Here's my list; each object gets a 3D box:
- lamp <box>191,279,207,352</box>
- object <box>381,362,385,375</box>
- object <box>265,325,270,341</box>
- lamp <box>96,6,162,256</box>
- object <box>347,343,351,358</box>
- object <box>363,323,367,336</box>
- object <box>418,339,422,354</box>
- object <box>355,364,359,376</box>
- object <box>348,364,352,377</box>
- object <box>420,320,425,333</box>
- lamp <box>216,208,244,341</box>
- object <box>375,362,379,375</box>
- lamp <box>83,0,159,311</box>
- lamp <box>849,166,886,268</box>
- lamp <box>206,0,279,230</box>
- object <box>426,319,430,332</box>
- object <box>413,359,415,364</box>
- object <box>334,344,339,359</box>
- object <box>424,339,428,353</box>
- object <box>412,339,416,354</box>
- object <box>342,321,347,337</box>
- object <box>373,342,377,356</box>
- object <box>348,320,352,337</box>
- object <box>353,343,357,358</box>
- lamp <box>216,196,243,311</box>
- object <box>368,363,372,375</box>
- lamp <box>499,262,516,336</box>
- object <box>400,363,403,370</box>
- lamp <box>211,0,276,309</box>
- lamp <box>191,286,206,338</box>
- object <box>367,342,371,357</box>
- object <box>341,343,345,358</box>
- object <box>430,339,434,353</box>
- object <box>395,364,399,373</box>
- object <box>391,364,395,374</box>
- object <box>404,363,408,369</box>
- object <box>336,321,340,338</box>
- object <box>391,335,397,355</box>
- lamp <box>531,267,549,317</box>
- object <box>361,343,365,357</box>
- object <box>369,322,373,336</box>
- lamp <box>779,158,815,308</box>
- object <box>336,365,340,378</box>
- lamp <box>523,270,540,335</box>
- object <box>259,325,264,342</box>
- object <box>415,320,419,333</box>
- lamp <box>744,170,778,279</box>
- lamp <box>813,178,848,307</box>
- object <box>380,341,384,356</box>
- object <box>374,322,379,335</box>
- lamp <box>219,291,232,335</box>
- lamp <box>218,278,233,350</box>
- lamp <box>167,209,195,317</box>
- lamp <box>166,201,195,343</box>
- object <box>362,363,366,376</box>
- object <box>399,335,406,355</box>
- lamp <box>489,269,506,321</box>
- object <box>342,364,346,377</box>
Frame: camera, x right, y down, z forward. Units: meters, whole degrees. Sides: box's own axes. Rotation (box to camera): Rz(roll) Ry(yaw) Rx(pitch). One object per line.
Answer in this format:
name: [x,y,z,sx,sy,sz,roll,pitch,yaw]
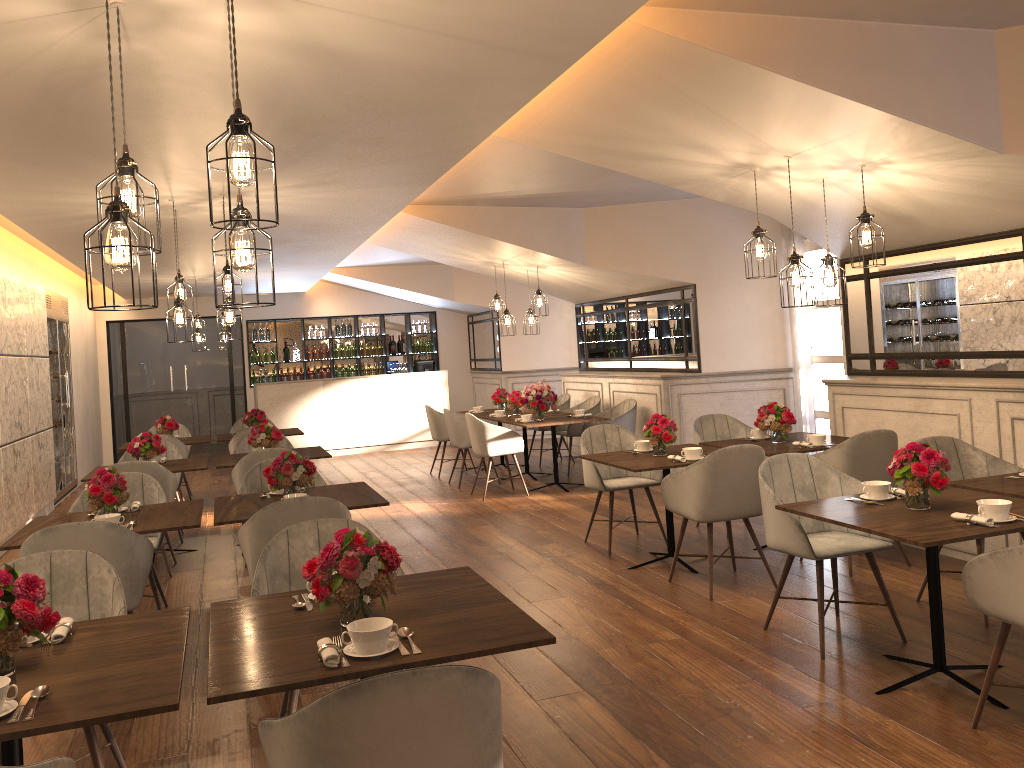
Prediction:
lamp: [-4.091,-1.454,11.417,0.175,2.072,0.175,-3,-1,-17]
object: [-2.302,-0.269,15.758,0.065,0.262,0.065,-3,-1,-40]
object: [-4.176,-0.884,15.131,0.075,0.310,0.075,-4,-1,29]
lamp: [-1.247,-1.441,2.766,0.175,2.072,0.175,-3,-1,-17]
object: [-2.870,-0.590,15.583,0.065,0.264,0.065,-3,-1,-40]
object: [-2.600,-0.967,15.653,0.070,0.236,0.041,-3,-1,-19]
object: [-1.670,-0.681,15.981,0.065,0.262,0.065,-3,-1,-40]
object: [-2.743,-0.235,15.612,0.065,0.262,0.065,-3,-1,-40]
object: [-2.848,-0.227,15.577,0.065,0.262,0.065,-3,-1,-40]
object: [-1.620,-1.042,15.978,0.070,0.236,0.041,-3,-1,-19]
lamp: [-2.051,-1.345,6.273,0.175,2.072,0.175,-3,-1,-17]
object: [-2.407,-0.260,15.723,0.065,0.262,0.065,-3,-1,-40]
lamp: [-1.132,-1.240,2.451,0.175,2.072,0.175,-3,-1,-17]
lamp: [1.896,-1.678,4.883,0.175,2.072,0.175,-3,-1,-17]
lamp: [-0.773,-1.453,2.364,0.175,2.072,0.175,-3,-1,-17]
object: [-1.525,-1.050,16.010,0.070,0.236,0.041,-3,-1,-19]
object: [-1.752,-0.312,15.941,0.065,0.264,0.065,-3,-1,-40]
object: [-3.080,-0.573,15.513,0.065,0.262,0.065,-3,-1,-40]
object: [-1.565,-0.689,16.016,0.065,0.262,0.065,-3,-1,-40]
object: [-1.775,-0.674,15.946,0.065,0.264,0.065,-3,-1,-40]
object: [-2.951,-0.978,15.537,0.075,0.310,0.075,-3,-1,-7]
object: [-2.430,-0.623,15.729,0.065,0.262,0.065,-3,-1,-40]
object: [-2.852,-0.986,15.570,0.075,0.310,0.075,-3,-1,-7]
object: [-2.766,-0.598,15.617,0.065,0.264,0.065,-3,-1,-40]
lamp: [-1.960,-1.532,5.964,0.175,2.072,0.175,-3,-1,-17]
object: [-2.512,-0.252,15.688,0.065,0.262,0.065,-3,-1,-40]
lamp: [-0.108,-1.574,9.954,0.175,2.072,0.175,-3,-1,-17]
object: [-1.976,-0.265,15.865,0.065,0.208,0.065,-4,-1,27]
lamp: [-0.863,-1.267,2.673,0.175,2.072,0.175,-3,-1,-17]
lamp: [-4.206,-1.654,11.732,0.175,2.072,0.175,-3,-1,-17]
object: [-2.535,-0.615,15.694,0.065,0.262,0.065,-3,-1,-40]
object: [-2.975,-0.582,15.548,0.065,0.264,0.065,-3,-1,-40]
object: [-1.460,-0.697,16.051,0.065,0.262,0.065,-3,-1,-40]
object: [-2.050,-0.259,15.841,0.065,0.208,0.065,-4,-1,27]
object: [-2.124,-0.253,15.816,0.065,0.208,0.065,-4,-1,27]
object: [-1.903,-0.270,15.890,0.065,0.208,0.065,-4,-1,27]
object: [-3.050,-0.971,15.504,0.075,0.310,0.075,-4,-1,14]
object: [-2.115,-0.694,15.812,0.103,0.360,0.104,-4,-1,34]
lamp: [0.252,-1.787,9.867,0.175,2.072,0.175,-3,-1,-17]
object: [-2.639,-0.607,15.659,0.065,0.262,0.065,-3,-1,-40]
object: [-2.504,-0.974,15.685,0.070,0.236,0.041,-3,-1,-19]
lamp: [1.537,-1.465,4.969,0.175,2.072,0.175,-3,-1,-17]
object: [-3.057,-0.211,15.507,0.065,0.262,0.065,-3,-1,-40]
lamp: [0.161,-1.600,10.176,0.175,2.072,0.175,-3,-1,-17]
object: [-4.275,-0.876,15.098,0.075,0.310,0.075,-4,-1,25]
object: [-1.716,-1.035,15.947,0.070,0.236,0.041,-3,-1,-19]
lamp: [1.422,-1.666,5.284,0.175,2.072,0.175,-3,-1,-17]
lamp: [1.805,-1.492,5.191,0.175,2.072,0.175,-3,-1,-17]
object: [-2.325,-0.631,15.764,0.065,0.262,0.065,-3,-1,-40]
object: [-2.409,-0.982,15.717,0.070,0.236,0.041,-3,-1,-19]
lamp: [-3.731,-1.667,11.331,0.175,2.072,0.175,-3,-1,-17]
lamp: [-3.822,-1.480,11.640,0.175,2.072,0.175,-3,-1,-17]
lamp: [-2.434,-1.519,6.365,0.175,2.072,0.175,-3,-1,-17]
lamp: [-2.319,-1.319,6.050,0.175,2.072,0.175,-3,-1,-17]
object: [-2.617,-0.244,15.654,0.065,0.262,0.065,-3,-1,-40]
object: [-1.966,-0.707,15.858,0.104,0.359,0.104,-4,-1,9]
lamp: [-0.223,-1.774,10.269,0.175,2.072,0.175,-3,-1,-17]
object: [-2.952,-0.219,15.542,0.065,0.262,0.065,-3,-1,-40]
